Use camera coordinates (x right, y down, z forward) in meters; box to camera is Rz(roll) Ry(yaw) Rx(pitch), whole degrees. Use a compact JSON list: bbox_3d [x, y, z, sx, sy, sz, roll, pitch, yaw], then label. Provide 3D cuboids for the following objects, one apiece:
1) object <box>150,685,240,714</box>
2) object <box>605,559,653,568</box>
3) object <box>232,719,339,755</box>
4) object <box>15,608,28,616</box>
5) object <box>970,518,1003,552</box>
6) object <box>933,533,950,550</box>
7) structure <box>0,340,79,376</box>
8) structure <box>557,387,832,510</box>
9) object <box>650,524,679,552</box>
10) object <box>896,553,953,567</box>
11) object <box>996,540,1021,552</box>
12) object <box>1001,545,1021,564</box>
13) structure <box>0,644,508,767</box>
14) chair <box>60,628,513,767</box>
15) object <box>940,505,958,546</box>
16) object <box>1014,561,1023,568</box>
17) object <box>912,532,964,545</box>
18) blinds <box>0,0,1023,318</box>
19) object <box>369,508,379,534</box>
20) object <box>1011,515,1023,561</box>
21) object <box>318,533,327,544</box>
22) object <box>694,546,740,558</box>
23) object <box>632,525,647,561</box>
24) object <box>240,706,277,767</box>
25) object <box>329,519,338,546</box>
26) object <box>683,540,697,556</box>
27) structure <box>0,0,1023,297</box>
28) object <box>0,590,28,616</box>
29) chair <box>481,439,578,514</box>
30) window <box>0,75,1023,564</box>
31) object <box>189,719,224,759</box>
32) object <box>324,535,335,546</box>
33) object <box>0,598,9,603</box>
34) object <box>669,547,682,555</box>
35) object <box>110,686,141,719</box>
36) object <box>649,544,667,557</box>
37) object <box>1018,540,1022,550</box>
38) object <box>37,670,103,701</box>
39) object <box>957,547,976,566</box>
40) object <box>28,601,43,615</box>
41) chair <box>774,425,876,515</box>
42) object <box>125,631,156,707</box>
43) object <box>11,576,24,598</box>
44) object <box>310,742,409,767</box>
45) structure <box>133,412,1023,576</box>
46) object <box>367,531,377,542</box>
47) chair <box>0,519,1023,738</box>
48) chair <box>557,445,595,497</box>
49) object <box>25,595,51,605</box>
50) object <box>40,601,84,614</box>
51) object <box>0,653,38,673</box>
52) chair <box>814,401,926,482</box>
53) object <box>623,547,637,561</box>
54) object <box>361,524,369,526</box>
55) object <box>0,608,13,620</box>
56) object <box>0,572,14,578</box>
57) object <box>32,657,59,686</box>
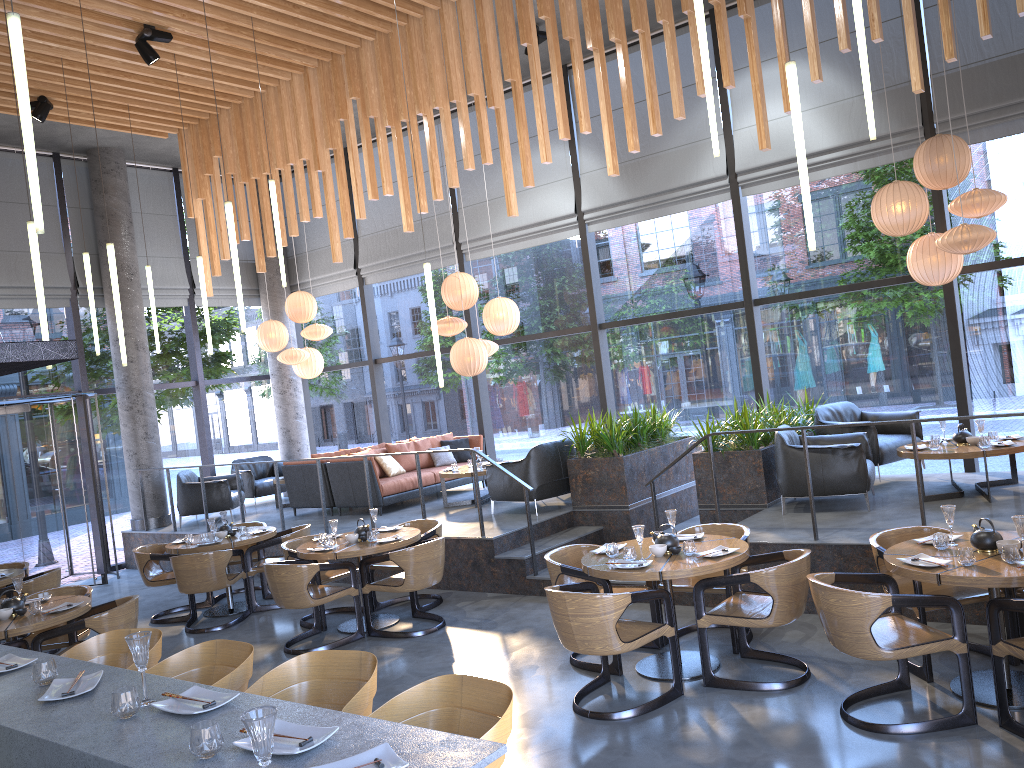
[{"bbox_3d":[-1.024,1.010,2.823,0.294,0.025,0.170,-7,0,36],"label":"object"},{"bbox_3d":[0.718,1.132,5.557,0.294,0.025,0.170,-7,0,35],"label":"object"},{"bbox_3d":[-0.634,0.964,2.415,0.294,0.025,0.170,-7,0,31],"label":"object"},{"bbox_3d":[-3.504,1.633,6.338,0.080,0.042,0.080,-7,0,23],"label":"object"},{"bbox_3d":[2.614,0.827,4.897,0.168,0.179,0.163,-7,0,42],"label":"object"},{"bbox_3d":[2.437,0.895,5.036,0.086,0.086,0.086,-7,0,-29],"label":"object"},{"bbox_3d":[-6.726,-0.096,4.272,8.600,2.382,4.958,-7,0,38],"label":"structure"},{"bbox_3d":[-4.234,1.680,8.626,15.715,1.608,4.306,-7,0,-14],"label":"structure"},{"bbox_3d":[1.022,1.015,5.878,0.163,0.179,0.168,-7,0,-15],"label":"object"},{"bbox_3d":[2.223,0.953,4.741,0.170,0.025,0.294,-7,0,-14],"label":"object"},{"bbox_3d":[2.665,0.879,4.756,0.116,0.065,0.116,-7,0,-27],"label":"object"},{"bbox_3d":[2.575,0.880,4.579,0.086,0.086,0.086,-7,0,13],"label":"object"},{"bbox_3d":[-4.965,1.903,3.008,8.945,1.400,4.889,-7,0,38],"label":"structure"},{"bbox_3d":[-1.321,1.646,1.323,2.787,1.047,5.395,-7,0,15],"label":"chair"},{"bbox_3d":[2.517,0.813,5.091,0.082,0.227,0.082,-7,0,9],"label":"object"},{"bbox_3d":[2.660,0.902,4.451,0.294,0.025,0.170,-7,0,-15],"label":"object"},{"bbox_3d":[2.490,0.918,5.220,0.294,0.025,0.170,-7,0,-27],"label":"object"},{"bbox_3d":[-3.842,-2.348,10.631,17.610,2.314,8.760,-7,0,-9],"label":"blinds"},{"bbox_3d":[-1.253,1.256,8.115,0.082,0.227,0.082,-7,0,-20],"label":"object"},{"bbox_3d":[2.649,0.800,4.599,0.082,0.227,0.082,-7,0,-30],"label":"object"},{"bbox_3d":[-1.688,1.381,7.933,0.086,0.086,0.086,-7,0,-27],"label":"object"},{"bbox_3d":[1.272,1.065,5.576,0.294,0.025,0.170,-7,0,-33],"label":"object"},{"bbox_3d":[0.818,1.017,5.654,0.082,0.227,0.082,-7,0,7],"label":"object"},{"bbox_3d":[-0.559,0.855,2.007,0.082,0.227,0.082,-7,0,9],"label":"object"},{"bbox_3d":[-1.536,1.293,7.693,0.082,0.227,0.082,-7,0,7],"label":"object"},{"bbox_3d":[1.135,1.050,5.667,0.086,0.086,0.086,-7,0,40],"label":"object"},{"bbox_3d":[-3.204,-0.590,4.799,10.399,5.894,10.127,-7,0,38],"label":"structure"},{"bbox_3d":[-3.624,1.578,6.427,0.163,0.179,0.168,-7,0,3],"label":"object"},{"bbox_3d":[0.275,1.016,9.907,0.833,0.743,1.030,-7,0,44],"label":"chair"},{"bbox_3d":[-2.802,-0.643,6.362,12.739,5.897,12.900,-7,0,38],"label":"window"},{"bbox_3d":[-0.821,0.956,2.381,0.086,0.086,0.086,-7,0,-31],"label":"object"},{"bbox_3d":[-1.597,1.371,7.742,0.086,0.086,0.086,-7,0,-27],"label":"object"},{"bbox_3d":[-3.775,1.642,6.595,0.086,0.086,0.086,-7,0,-15],"label":"object"},{"bbox_3d":[1.059,1.081,5.739,0.080,0.042,0.080,-7,0,2],"label":"object"},{"bbox_3d":[-1.213,1.002,2.783,0.086,0.086,0.086,-7,0,38],"label":"object"},{"bbox_3d":[0.950,1.083,5.752,0.116,0.065,0.116,-7,0,16],"label":"object"},{"bbox_3d":[2.748,0.880,4.830,0.080,0.042,0.080,-7,0,20],"label":"object"},{"bbox_3d":[-1.562,1.073,3.160,0.170,0.025,0.294,-7,0,-15],"label":"object"},{"bbox_3d":[2.373,0.904,4.634,0.086,0.086,0.086,-7,0,9],"label":"object"},{"bbox_3d":[-3.402,1.598,6.332,0.086,0.086,0.086,-7,0,1],"label":"object"},{"bbox_3d":[2.802,0.719,7.961,0.833,0.743,1.030,-7,0,23],"label":"chair"},{"bbox_3d":[-1.205,0.929,2.891,0.082,0.227,0.082,-7,0,-18],"label":"object"},{"bbox_3d":[-3.686,1.560,6.634,0.082,0.227,0.082,-7,0,31],"label":"object"},{"bbox_3d":[-0.410,0.939,2.126,0.294,0.025,0.170,-7,0,-27],"label":"object"},{"bbox_3d":[-3.390,0.208,5.151,11.718,4.117,9.054,-7,0,37],"label":"structure"},{"bbox_3d":[-1.219,1.325,7.706,0.086,0.086,0.086,-7,0,-5],"label":"object"},{"bbox_3d":[-1.339,1.768,6.318,9.749,0.759,4.352,-7,0,39],"label":"chair"},{"bbox_3d":[0.988,0.925,10.847,0.833,0.743,1.030,-7,0,23],"label":"chair"},{"bbox_3d":[-3.690,1.662,6.767,0.294,0.025,0.170,-7,0,-17],"label":"object"},{"bbox_3d":[-3.237,1.609,6.346,0.170,0.025,0.294,-7,0,18],"label":"object"},{"bbox_3d":[-2.068,1.133,3.579,0.294,0.025,0.170,-7,0,36],"label":"object"},{"bbox_3d":[3.548,0.546,8.920,1.030,0.743,0.833,-7,0,-38],"label":"chair"},{"bbox_3d":[0.757,1.095,5.703,0.086,0.086,0.086,-7,0,-27],"label":"object"},{"bbox_3d":[-1.345,1.338,8.147,0.086,0.086,0.086,-7,0,24],"label":"object"},{"bbox_3d":[-3.599,1.633,6.280,0.116,0.065,0.116,-7,0,22],"label":"object"},{"bbox_3d":[-4.771,1.786,8.170,0.170,0.025,0.294,-7,0,18],"label":"object"},{"bbox_3d":[-1.720,1.061,3.265,0.086,0.086,0.086,-7,0,13],"label":"object"}]
